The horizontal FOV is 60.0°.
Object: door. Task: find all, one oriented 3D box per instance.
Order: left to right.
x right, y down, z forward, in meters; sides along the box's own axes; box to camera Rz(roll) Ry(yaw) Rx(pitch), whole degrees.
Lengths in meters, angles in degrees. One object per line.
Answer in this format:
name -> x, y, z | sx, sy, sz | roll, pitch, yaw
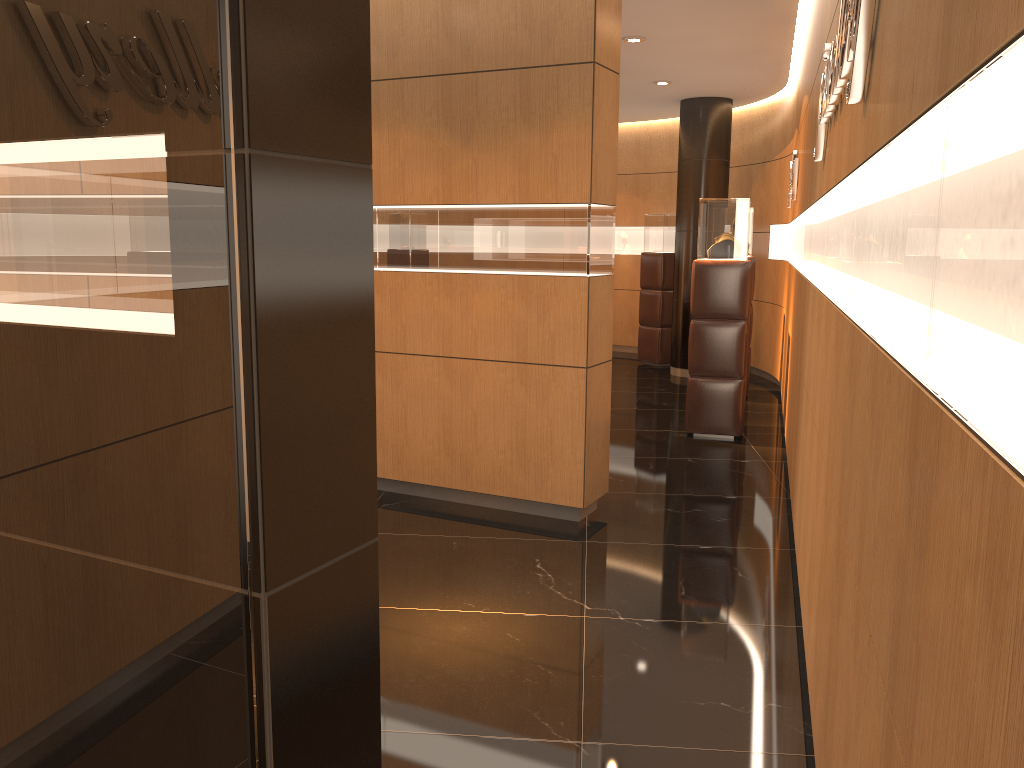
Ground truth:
door -> -0.832, -0.083, 0.509 | 0.098, 3.285, 2.473 | 3, 10, 16

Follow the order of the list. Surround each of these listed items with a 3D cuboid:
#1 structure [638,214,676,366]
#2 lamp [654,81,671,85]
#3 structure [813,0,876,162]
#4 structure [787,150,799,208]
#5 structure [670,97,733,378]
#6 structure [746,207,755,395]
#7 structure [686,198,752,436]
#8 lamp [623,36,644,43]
structure -> 2.029, -1.259, 11.888 | 0.484, 2.000, 0.498 | -5, 11, -29
lamp -> 1.591, -3.215, 9.388 | 0.176, 0.068, 0.176 | 2, 9, 10
structure -> 1.085, -1.050, 2.951 | 0.034, 0.442, 2.050 | 3, 10, 16
structure -> 2.592, -1.889, 8.189 | 0.034, 0.442, 2.050 | 3, 10, 16
structure -> 2.312, -1.814, 10.866 | 0.613, 3.430, 0.613 | 4, 10, 20
structure -> 2.345, -0.874, 9.546 | 0.498, 2.000, 0.484 | 3, 10, 15
structure -> 1.776, -0.573, 7.565 | 0.498, 1.968, 0.484 | 3, 10, 15
lamp -> 1.014, -2.894, 7.380 | 0.176, 0.068, 0.176 | 2, 9, 10
